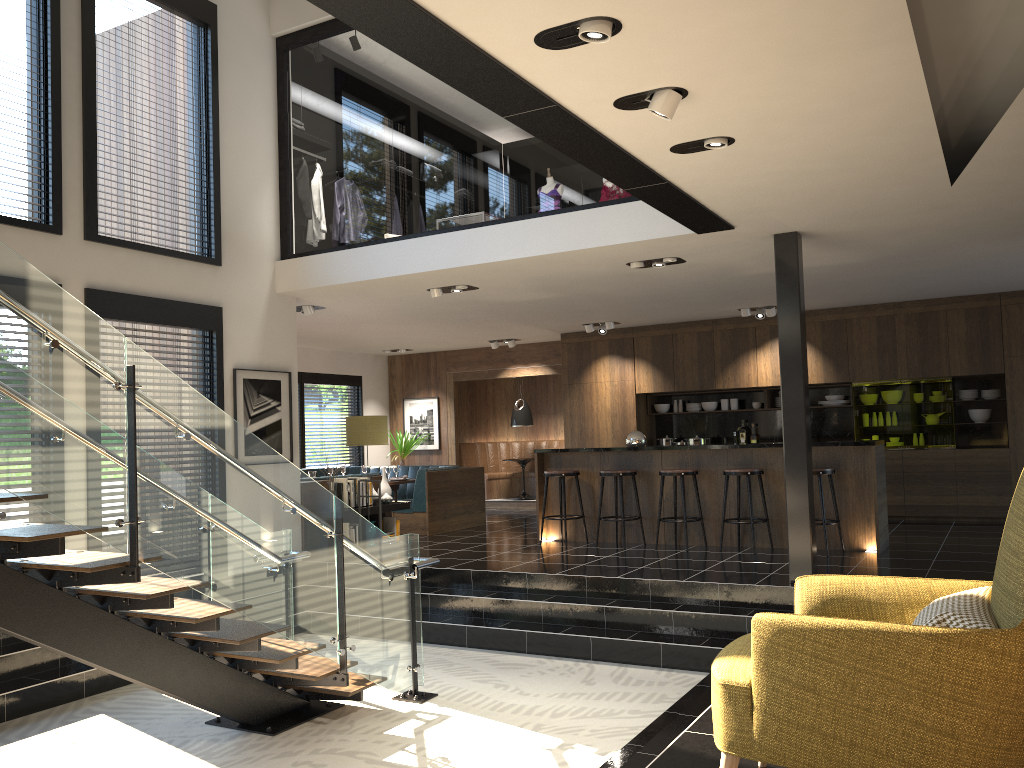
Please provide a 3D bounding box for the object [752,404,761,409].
[{"bbox_3d":[3.418,0.317,12.364,0.122,0.072,0.122,0,-4,-35],"label":"object"}]

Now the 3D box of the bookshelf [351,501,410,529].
[{"bbox_3d":[-1.609,1.559,9.476,0.356,0.500,1.304,-3,-4,29],"label":"bookshelf"}]

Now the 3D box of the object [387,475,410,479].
[{"bbox_3d":[-1.524,1.257,11.948,0.325,0.051,0.269,-4,-4,32],"label":"object"}]

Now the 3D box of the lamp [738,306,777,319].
[{"bbox_3d":[3.116,-0.961,11.181,0.502,0.280,0.349,-4,-4,29],"label":"lamp"}]

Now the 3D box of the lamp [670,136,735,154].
[{"bbox_3d":[1.001,-1.316,4.682,0.346,0.158,0.195,-4,-4,29],"label":"lamp"}]

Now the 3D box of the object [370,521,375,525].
[{"bbox_3d":[-1.515,1.597,9.472,0.125,0.257,0.125,-3,-3,25],"label":"object"}]

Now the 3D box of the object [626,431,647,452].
[{"bbox_3d":[1.337,0.616,9.531,0.227,0.228,0.227,-1,-3,-10],"label":"object"}]

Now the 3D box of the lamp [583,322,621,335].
[{"bbox_3d":[1.233,-0.832,12.231,0.502,0.294,0.349,-4,-3,29],"label":"lamp"}]

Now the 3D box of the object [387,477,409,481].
[{"bbox_3d":[-1.465,1.231,11.526,0.269,0.051,0.325,-4,-4,32],"label":"object"}]

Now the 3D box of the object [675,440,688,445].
[{"bbox_3d":[2.431,0.876,12.656,0.210,0.143,0.195,-1,-3,-13],"label":"object"}]

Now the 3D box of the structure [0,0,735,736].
[{"bbox_3d":[-1.339,-0.007,4.062,3.448,4.865,7.282,-3,-3,28],"label":"structure"}]

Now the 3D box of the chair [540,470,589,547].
[{"bbox_3d":[0.554,1.346,9.651,0.413,0.798,0.412,-4,-3,38],"label":"chair"}]

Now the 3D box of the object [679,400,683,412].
[{"bbox_3d":[2.454,0.322,12.903,0.060,0.185,0.060,-2,-3,-2],"label":"object"}]

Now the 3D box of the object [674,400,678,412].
[{"bbox_3d":[2.388,0.326,12.940,0.060,0.185,0.060,0,-3,-29],"label":"object"}]

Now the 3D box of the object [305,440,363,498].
[{"bbox_3d":[-1.820,0.922,9.120,0.607,0.744,0.406,-1,-3,-11],"label":"object"}]

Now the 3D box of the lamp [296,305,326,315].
[{"bbox_3d":[-2.352,-0.872,9.936,0.502,0.248,0.349,-4,-4,29],"label":"lamp"}]

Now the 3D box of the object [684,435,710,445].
[{"bbox_3d":[2.599,0.828,12.431,0.300,0.217,0.279,0,-3,-28],"label":"object"}]

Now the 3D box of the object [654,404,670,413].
[{"bbox_3d":[2.210,0.368,13.039,0.234,0.138,0.234,-4,-4,32],"label":"object"}]

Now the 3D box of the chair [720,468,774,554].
[{"bbox_3d":[2.281,1.233,8.687,0.413,0.798,0.412,-4,-3,38],"label":"chair"}]

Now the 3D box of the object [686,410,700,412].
[{"bbox_3d":[2.627,0.392,12.795,0.220,0.033,0.220,-3,-4,26],"label":"object"}]

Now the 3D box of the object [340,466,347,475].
[{"bbox_3d":[-2.325,1.229,12.230,0.098,0.191,0.098,-3,-3,27],"label":"object"}]

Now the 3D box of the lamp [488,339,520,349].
[{"bbox_3d":[-0.116,-0.695,13.934,0.502,0.280,0.349,-4,-4,29],"label":"lamp"}]

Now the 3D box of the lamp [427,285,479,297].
[{"bbox_3d":[-0.599,-0.995,8.958,0.502,0.231,0.349,-4,-4,29],"label":"lamp"}]

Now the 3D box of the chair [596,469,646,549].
[{"bbox_3d":[1.130,1.308,9.330,0.413,0.798,0.412,-4,-3,38],"label":"chair"}]

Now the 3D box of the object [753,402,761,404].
[{"bbox_3d":[3.417,0.293,12.365,0.122,0.072,0.122,0,-4,-35],"label":"object"}]

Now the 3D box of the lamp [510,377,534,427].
[{"bbox_3d":[0.153,0.222,14.782,0.389,0.973,0.389,-1,-3,-17],"label":"lamp"}]

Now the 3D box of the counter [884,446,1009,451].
[{"bbox_3d":[4.005,0.897,11.839,4.593,0.005,0.863,-4,-4,29],"label":"counter"}]

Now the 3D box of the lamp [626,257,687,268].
[{"bbox_3d":[1.283,-1.136,7.909,0.502,0.194,0.349,-4,-4,29],"label":"lamp"}]

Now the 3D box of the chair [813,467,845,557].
[{"bbox_3d":[2.857,1.196,8.366,0.413,0.798,0.412,-4,-3,38],"label":"chair"}]

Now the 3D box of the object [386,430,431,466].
[{"bbox_3d":[-1.730,1.427,14.952,0.818,1.381,0.956,-1,-3,-13],"label":"object"}]

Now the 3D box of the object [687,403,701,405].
[{"bbox_3d":[2.624,0.299,12.799,0.220,0.033,0.220,-3,-4,26],"label":"object"}]

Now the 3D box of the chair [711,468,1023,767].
[{"bbox_3d":[1.129,0.766,2.663,1.031,1.097,0.808,-3,-3,28],"label":"chair"}]

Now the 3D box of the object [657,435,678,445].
[{"bbox_3d":[2.251,0.855,12.862,0.255,0.217,0.236,-1,-3,-13],"label":"object"}]

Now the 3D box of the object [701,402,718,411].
[{"bbox_3d":[2.833,0.329,12.691,0.234,0.138,0.234,1,-4,-41],"label":"object"}]

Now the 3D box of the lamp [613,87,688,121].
[{"bbox_3d":[0.624,-1.299,4.003,0.346,0.247,0.195,-4,-3,29],"label":"lamp"}]

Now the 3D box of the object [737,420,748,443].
[{"bbox_3d":[3.253,0.734,12.541,0.133,0.451,0.116,-3,-3,29],"label":"object"}]

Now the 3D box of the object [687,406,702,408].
[{"bbox_3d":[2.625,0.344,12.797,0.220,0.033,0.220,-3,-4,26],"label":"object"}]

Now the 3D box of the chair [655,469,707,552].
[{"bbox_3d":[1.706,1.271,9.008,0.413,0.798,0.412,-4,-3,38],"label":"chair"}]

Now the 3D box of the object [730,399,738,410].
[{"bbox_3d":[3.133,0.290,12.498,0.109,0.161,0.109,-4,-4,42],"label":"object"}]

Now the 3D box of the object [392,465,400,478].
[{"bbox_3d":[-1.539,1.177,11.790,0.098,0.191,0.098,-3,-3,27],"label":"object"}]

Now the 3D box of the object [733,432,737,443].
[{"bbox_3d":[3.167,0.821,12.582,0.058,0.287,0.058,-4,-3,42],"label":"object"}]

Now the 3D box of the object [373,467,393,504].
[{"bbox_3d":[-1.467,1.130,9.895,0.319,0.397,0.316,-2,-3,5],"label":"object"}]

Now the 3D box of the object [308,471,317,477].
[{"bbox_3d":[-2.329,1.119,10.352,0.098,0.191,0.098,-3,-3,27],"label":"object"}]

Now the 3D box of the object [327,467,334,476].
[{"bbox_3d":[-2.457,1.220,12.015,0.098,0.191,0.098,-3,-3,27],"label":"object"}]

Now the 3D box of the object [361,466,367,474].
[{"bbox_3d":[-2.002,1.208,12.054,0.098,0.191,0.098,-3,-3,27],"label":"object"}]

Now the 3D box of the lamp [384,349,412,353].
[{"bbox_3d":[-1.925,-0.611,14.944,0.502,0.213,0.349,-4,-4,29],"label":"lamp"}]

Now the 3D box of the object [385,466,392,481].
[{"bbox_3d":[-1.615,1.169,11.596,0.098,0.191,0.098,-3,-3,27],"label":"object"}]

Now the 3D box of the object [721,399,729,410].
[{"bbox_3d":[3.016,0.297,12.563,0.109,0.161,0.109,-2,-3,12],"label":"object"}]

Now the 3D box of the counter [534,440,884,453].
[{"bbox_3d":[1.974,0.664,9.384,3.574,0.041,0.698,-4,-4,29],"label":"counter"}]

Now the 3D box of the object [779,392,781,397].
[{"bbox_3d":[3.771,0.151,12.251,0.168,0.087,0.168,1,-4,-41],"label":"object"}]

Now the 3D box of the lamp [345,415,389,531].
[{"bbox_3d":[-1.548,1.050,8.998,0.637,1.444,0.437,0,-3,-35],"label":"lamp"}]

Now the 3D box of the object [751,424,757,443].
[{"bbox_3d":[3.396,0.753,12.469,0.077,0.394,0.077,-1,-3,-19],"label":"object"}]

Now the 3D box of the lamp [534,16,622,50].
[{"bbox_3d":[0.244,-1.361,3.328,0.346,0.177,0.195,-4,-3,29],"label":"lamp"}]
